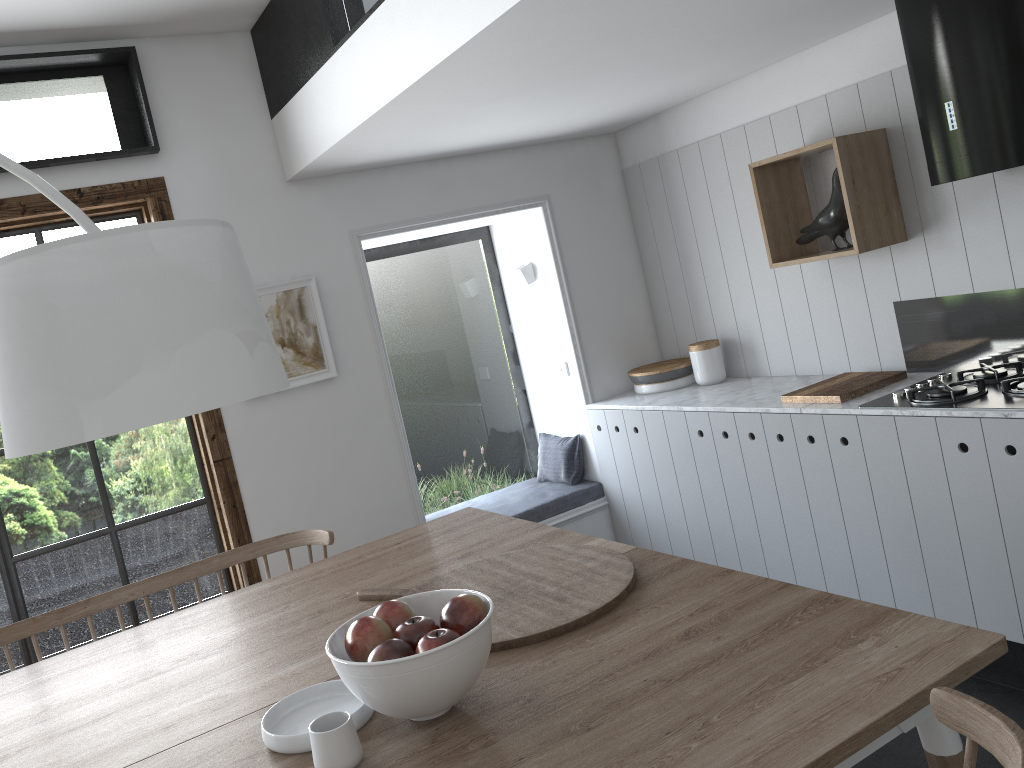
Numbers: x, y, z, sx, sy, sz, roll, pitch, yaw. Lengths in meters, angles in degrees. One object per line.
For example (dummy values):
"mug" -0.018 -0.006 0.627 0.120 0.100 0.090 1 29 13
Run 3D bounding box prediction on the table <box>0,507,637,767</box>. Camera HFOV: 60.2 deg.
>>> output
"table" -0.685 1.037 2.220 2.008 0.747 0.955 -16 6 -28

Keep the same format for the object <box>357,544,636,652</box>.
"object" -0.043 0.507 2.101 0.674 0.023 0.602 -14 7 -6

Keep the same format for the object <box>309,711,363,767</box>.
"object" -0.299 0.608 1.493 0.081 0.078 0.085 -16 5 -28

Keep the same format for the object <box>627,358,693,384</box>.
"object" 0.797 -0.066 4.681 0.365 0.065 0.355 -11 7 21

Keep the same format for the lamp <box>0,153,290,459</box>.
"lamp" -2.844 0.953 1.617 5.210 2.019 0.876 -13 3 -2

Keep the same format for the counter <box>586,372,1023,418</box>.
"counter" 2.182 0.013 2.109 0.570 0.020 6.255 -17 7 -29

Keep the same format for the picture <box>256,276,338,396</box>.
"picture" -1.038 -0.211 3.950 0.427 0.469 0.030 -15 4 -28

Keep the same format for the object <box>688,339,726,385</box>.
"object" 0.988 -0.106 4.463 0.157 0.212 0.151 -11 5 30

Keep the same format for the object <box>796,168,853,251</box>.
"object" 1.289 -0.711 3.639 0.137 0.333 0.341 -15 5 -28

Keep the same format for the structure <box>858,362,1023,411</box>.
"structure" 1.726 -0.010 2.903 0.545 0.048 1.003 -17 7 -29

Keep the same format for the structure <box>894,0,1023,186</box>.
"structure" 1.521 -1.127 2.897 0.420 0.866 0.410 -12 4 18

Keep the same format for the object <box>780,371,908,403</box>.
"object" 1.338 0.012 3.566 0.393 0.030 0.297 -16 7 -28

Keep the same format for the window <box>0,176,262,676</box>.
"window" -3.539 0.876 2.667 5.314 2.250 0.164 -16 4 -28

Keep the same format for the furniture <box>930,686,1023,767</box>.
"furniture" 0.089 0.973 0.976 1.338 0.808 0.555 -16 5 -28

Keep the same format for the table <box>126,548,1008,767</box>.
"table" -0.211 1.025 1.388 2.008 0.747 0.955 -16 6 -28

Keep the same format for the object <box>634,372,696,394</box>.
"object" 0.810 -0.010 4.684 0.328 0.055 0.324 -12 7 11

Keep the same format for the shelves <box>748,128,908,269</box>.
"shelves" 2.069 -0.796 2.222 0.295 0.794 3.653 -15 6 -29

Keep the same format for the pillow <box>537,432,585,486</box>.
"pillow" 0.274 0.425 4.936 0.178 0.292 0.411 -15 6 -29

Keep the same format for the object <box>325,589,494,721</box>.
"object" -0.170 0.518 1.625 0.309 0.164 0.322 -16 7 -31

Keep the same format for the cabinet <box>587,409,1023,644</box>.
"cabinet" 2.030 0.459 1.997 0.010 0.744 6.251 -14 6 -29

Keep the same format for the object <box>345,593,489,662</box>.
"object" -0.178 0.498 1.622 0.255 0.167 0.233 -11 6 22

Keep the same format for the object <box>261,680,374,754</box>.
"object" -0.365 0.625 1.668 0.220 0.035 0.211 -8 8 40

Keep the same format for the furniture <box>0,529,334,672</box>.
"furniture" -1.052 1.045 2.606 1.338 0.808 0.555 -16 5 -28

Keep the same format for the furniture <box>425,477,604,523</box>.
"furniture" -0.090 0.689 4.756 1.034 0.115 0.609 -16 7 -28
